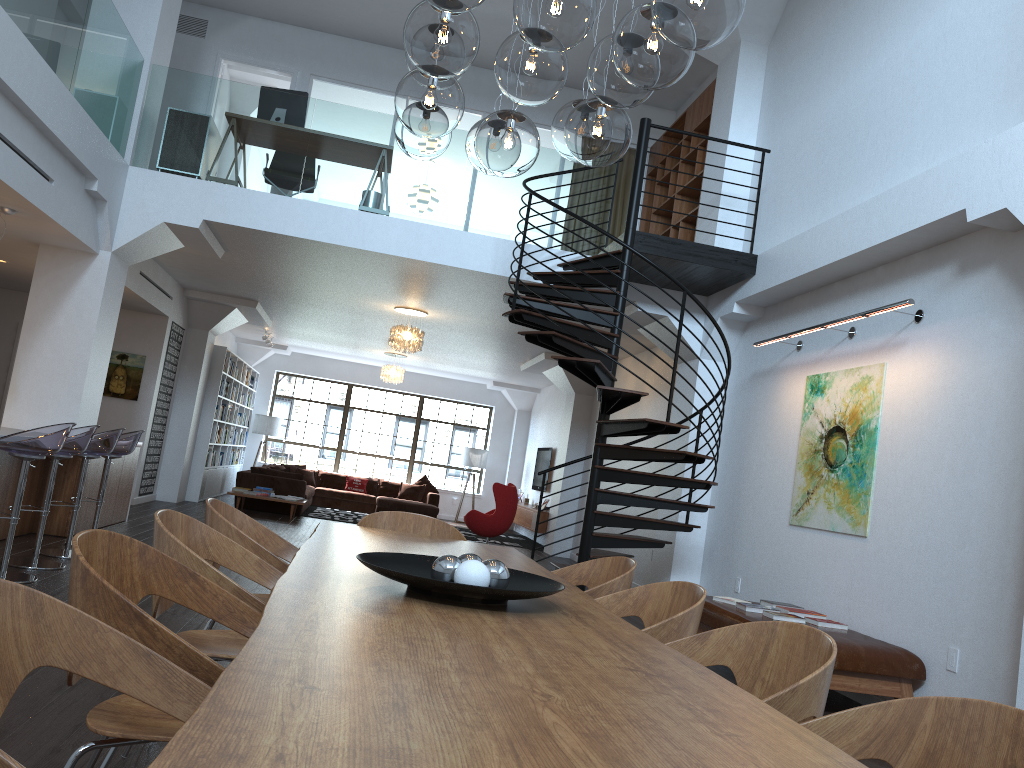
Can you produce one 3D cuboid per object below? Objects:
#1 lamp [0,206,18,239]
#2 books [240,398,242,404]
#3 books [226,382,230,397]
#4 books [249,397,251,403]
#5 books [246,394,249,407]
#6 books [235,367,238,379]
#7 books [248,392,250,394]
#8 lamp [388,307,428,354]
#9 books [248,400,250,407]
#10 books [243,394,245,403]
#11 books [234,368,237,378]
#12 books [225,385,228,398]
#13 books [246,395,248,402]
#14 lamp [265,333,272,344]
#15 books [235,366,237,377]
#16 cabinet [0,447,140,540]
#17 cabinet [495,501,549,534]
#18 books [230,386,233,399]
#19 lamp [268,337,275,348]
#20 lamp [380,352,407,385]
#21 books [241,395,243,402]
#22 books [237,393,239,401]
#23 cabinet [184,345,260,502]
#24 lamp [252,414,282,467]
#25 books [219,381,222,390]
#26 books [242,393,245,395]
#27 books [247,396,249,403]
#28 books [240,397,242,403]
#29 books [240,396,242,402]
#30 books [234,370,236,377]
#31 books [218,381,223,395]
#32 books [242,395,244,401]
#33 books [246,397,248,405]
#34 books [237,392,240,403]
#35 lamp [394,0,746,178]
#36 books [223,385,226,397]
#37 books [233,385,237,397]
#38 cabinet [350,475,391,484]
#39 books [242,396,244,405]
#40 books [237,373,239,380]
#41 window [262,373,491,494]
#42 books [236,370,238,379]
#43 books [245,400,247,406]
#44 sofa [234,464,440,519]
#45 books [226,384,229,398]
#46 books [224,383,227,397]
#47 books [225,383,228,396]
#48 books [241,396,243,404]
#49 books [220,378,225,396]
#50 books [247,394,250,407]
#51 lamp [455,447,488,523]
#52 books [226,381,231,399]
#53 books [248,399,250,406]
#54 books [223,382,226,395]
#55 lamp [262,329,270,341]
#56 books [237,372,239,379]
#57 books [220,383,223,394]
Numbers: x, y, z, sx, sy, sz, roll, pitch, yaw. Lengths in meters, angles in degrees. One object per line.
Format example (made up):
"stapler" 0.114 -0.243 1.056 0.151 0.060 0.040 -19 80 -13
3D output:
"lamp" -3.130 -1.091 7.804 0.149 1.807 2.842 5 -7 30
"books" -5.091 0.292 16.475 0.120 0.167 0.020 10 -6 -9
"books" -4.819 0.093 14.765 0.198 0.284 0.049 10 -6 -9
"books" -5.275 0.348 17.555 0.161 0.223 0.026 10 -6 -9
"books" -5.203 0.301 17.147 0.183 0.253 0.034 10 -6 -9
"books" -4.849 -0.197 15.359 0.158 0.226 0.052 10 -6 -9
"books" -5.240 0.297 17.340 0.176 0.290 0.036 10 -6 -9
"lamp" -1.329 -0.668 11.305 0.441 0.539 0.442 5 -7 33
"books" -5.279 0.336 17.519 0.174 0.240 0.045 10 -6 -9
"books" -5.157 0.285 16.802 0.158 0.226 0.052 10 -6 -9
"books" -4.819 -0.194 15.228 0.146 0.202 0.027 10 -6 -9
"books" -4.770 0.112 14.578 0.161 0.223 0.032 10 -6 -9
"books" -5.192 0.276 17.073 0.176 0.290 0.053 10 -6 -9
"lamp" -4.400 -0.817 16.020 0.111 0.211 0.120 4 -8 40
"books" -4.835 -0.202 15.312 0.140 0.231 0.042 10 -6 -9
"cabinet" -4.176 0.834 7.358 0.898 0.796 4.493 10 -6 -9
"cabinet" 0.259 2.439 16.567 0.459 0.350 4.501 10 -6 -9
"books" -4.830 0.130 14.985 0.182 0.253 0.034 10 -6 -9
"lamp" -4.486 -0.776 16.530 0.120 0.211 0.111 13 -7 -34
"lamp" -2.177 -0.274 16.279 0.441 0.539 0.442 5 -7 33
"books" -5.120 0.288 16.573 0.134 0.184 0.030 10 -6 -9
"books" -5.009 0.239 15.976 0.139 0.191 0.036 10 -6 -9
"cabinet" -5.191 0.750 15.772 0.461 2.414 4.500 10 -6 -9
"lamp" -5.104 1.433 18.102 0.545 1.579 0.545 11 -6 -20
"books" -4.641 0.052 13.851 0.152 0.232 0.104 10 -6 -9
"books" -5.145 0.280 16.755 0.140 0.231 0.042 10 -6 -9
"books" -5.233 0.316 17.265 0.174 0.240 0.045 10 -6 -9
"books" -5.081 0.293 16.450 0.106 0.162 0.032 10 -6 -9
"books" -5.076 0.288 16.426 0.107 0.167 0.017 10 -6 -9
"books" -4.801 -0.199 15.148 0.146 0.202 0.027 10 -6 -9
"books" -4.644 0.053 13.884 0.172 0.235 0.112 10 -6 -9
"books" -5.133 0.291 16.674 0.136 0.196 0.045 10 -6 -9
"books" -5.201 0.298 17.113 0.183 0.253 0.034 10 -6 -9
"books" -5.015 0.239 16.036 0.146 0.202 0.027 10 -6 -9
"lamp" 0.165 -1.819 3.058 0.849 2.140 1.787 10 -6 -10
"books" -4.751 0.077 14.391 0.180 0.259 0.042 10 -6 -9
"books" -4.923 0.149 15.476 0.176 0.290 0.053 10 -6 -9
"cabinet" -2.957 2.287 18.467 1.520 0.625 0.350 10 -6 -9
"books" -5.137 0.297 16.714 0.139 0.191 0.036 10 -6 -9
"books" -4.886 -0.135 15.648 0.110 0.153 0.019 10 -6 -9
"window" -2.860 1.087 19.132 4.648 1.905 0.114 10 -6 -9
"books" -4.858 -0.171 15.446 0.139 0.191 0.036 10 -6 -9
"books" -5.181 0.308 17.032 0.161 0.223 0.026 10 -6 -9
"sofa" -2.935 2.005 15.948 3.481 0.664 4.197 10 -6 -9
"books" -4.785 0.109 14.653 0.174 0.240 0.054 10 -6 -9
"books" -4.760 0.091 14.469 0.171 0.246 0.039 10 -6 -9
"books" -4.775 0.092 14.541 0.183 0.253 0.042 10 -6 -9
"books" -5.118 0.295 16.599 0.128 0.178 0.021 10 -6 -9
"books" -4.662 0.039 14.045 0.176 0.290 0.053 10 -6 -9
"books" -5.228 0.314 17.306 0.183 0.253 0.034 10 -6 -9
"lamp" -0.885 2.139 18.659 0.545 1.579 0.545 9 -6 2
"books" -4.811 0.097 14.818 0.176 0.291 0.053 10 -6 -9
"books" -5.271 0.326 17.481 0.183 0.253 0.034 10 -6 -9
"books" -4.731 0.074 14.307 0.183 0.253 0.042 10 -6 -9
"lamp" -4.315 -0.856 15.523 0.111 0.211 0.120 6 -7 25
"books" -4.887 -0.147 15.630 0.109 0.171 0.018 10 -6 -9
"books" -4.661 0.055 13.965 0.174 0.242 0.105 10 -6 -9
